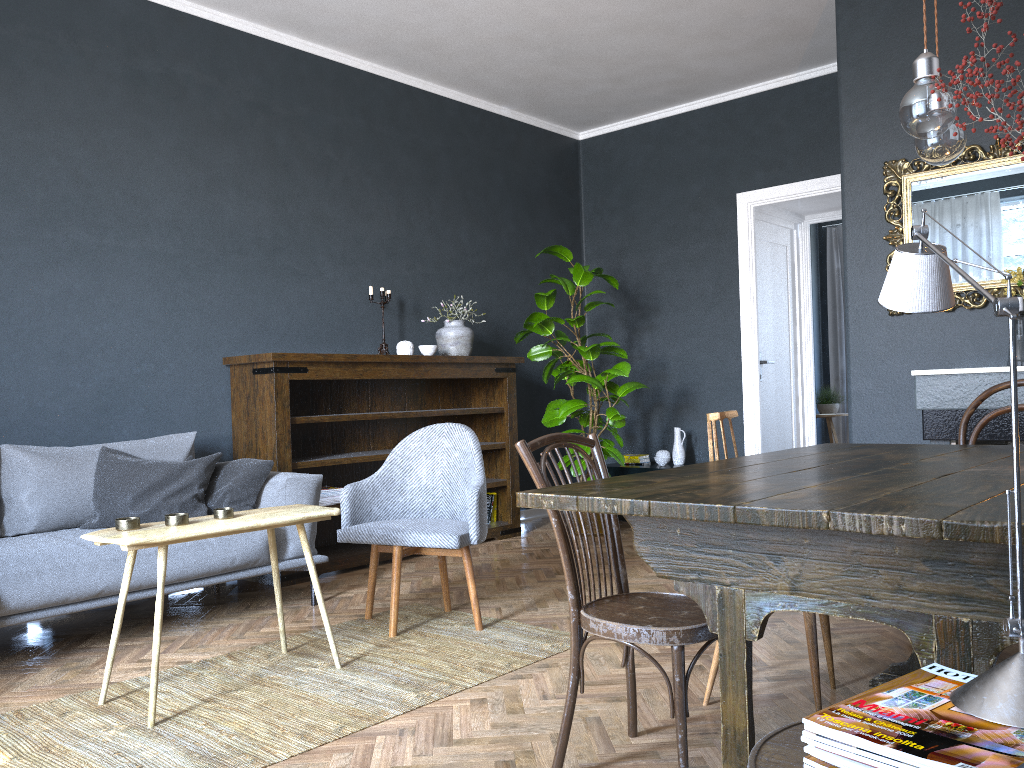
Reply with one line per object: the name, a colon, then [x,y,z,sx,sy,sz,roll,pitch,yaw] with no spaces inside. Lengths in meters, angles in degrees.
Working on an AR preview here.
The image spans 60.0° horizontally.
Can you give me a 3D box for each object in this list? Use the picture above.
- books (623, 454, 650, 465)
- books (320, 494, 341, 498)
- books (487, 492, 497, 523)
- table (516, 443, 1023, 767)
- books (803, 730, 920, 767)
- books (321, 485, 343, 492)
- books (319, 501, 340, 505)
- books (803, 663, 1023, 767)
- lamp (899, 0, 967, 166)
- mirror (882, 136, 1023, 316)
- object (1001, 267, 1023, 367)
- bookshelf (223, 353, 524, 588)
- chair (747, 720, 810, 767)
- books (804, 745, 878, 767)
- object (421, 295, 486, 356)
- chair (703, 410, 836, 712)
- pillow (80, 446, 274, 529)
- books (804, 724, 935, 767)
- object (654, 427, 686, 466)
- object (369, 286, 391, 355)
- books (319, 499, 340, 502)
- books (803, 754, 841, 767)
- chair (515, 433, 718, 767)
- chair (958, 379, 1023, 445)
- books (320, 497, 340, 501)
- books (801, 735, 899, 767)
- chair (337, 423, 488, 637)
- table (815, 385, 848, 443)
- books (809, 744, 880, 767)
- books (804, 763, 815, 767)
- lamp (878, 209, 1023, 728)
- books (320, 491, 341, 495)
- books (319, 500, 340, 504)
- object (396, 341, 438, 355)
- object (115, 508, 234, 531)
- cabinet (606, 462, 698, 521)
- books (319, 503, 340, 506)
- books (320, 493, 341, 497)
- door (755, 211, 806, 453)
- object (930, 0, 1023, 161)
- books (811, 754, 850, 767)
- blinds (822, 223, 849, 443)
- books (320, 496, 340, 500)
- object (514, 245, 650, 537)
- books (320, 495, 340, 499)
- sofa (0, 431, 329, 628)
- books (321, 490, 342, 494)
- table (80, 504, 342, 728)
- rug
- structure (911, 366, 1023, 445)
books: [0.898,0.555,6.520,0.215,0.066,0.162,-2,-1,37]
books: [-1.068,0.598,4.742,0.288,0.008,0.218,-1,-1,-45]
books: [-0.171,0.820,5.875,0.179,0.193,0.122,-2,0,44]
table: [0.967,0.552,2.020,1.126,0.727,1.604,-2,-1,41]
books: [0.530,0.406,1.053,0.304,0.008,0.218,-1,-1,-38]
books: [-1.068,0.568,4.748,0.304,0.013,0.219,-1,-1,-44]
books: [-1.069,0.635,4.736,0.304,0.007,0.218,-1,-1,-44]
books: [0.530,0.390,1.050,0.304,0.013,0.219,-1,-1,-37]
lamp: [0.584,-1.281,2.541,0.583,1.574,1.591,-2,0,-18]
mirror: [2.262,-0.744,4.096,1.057,0.784,0.067,-2,0,41]
object: [2.411,-0.355,3.703,0.727,0.547,0.474,-2,0,44]
bookshelf: [-0.701,0.428,5.232,0.451,1.172,1.918,-2,0,41]
chair: [0.548,0.455,1.017,0.549,0.920,0.437,-2,0,39]
books: [0.532,0.425,1.051,0.304,0.006,0.218,-1,-1,-37]
object: [-0.372,-0.370,5.626,0.385,0.412,0.275,-2,0,19]
chair: [0.769,0.506,2.608,0.384,0.856,0.456,-2,0,26]
pillow: [-1.468,0.442,3.903,0.797,0.362,0.442,-2,-1,-31]
books: [0.532,0.398,1.050,0.304,0.008,0.218,-1,-1,-37]
object: [1.099,0.444,6.341,0.228,0.268,0.228,-2,0,-15]
object: [-0.792,-0.373,5.341,0.130,0.437,0.145,-2,0,-13]
books: [-1.069,0.620,4.735,0.304,0.013,0.219,-1,-1,-44]
books: [0.535,0.442,1.062,0.304,0.013,0.219,-1,-1,-37]
chair: [0.298,0.529,2.153,0.467,0.820,0.363,-2,0,41]
chair: [1.517,0.445,2.653,0.438,0.920,0.549,-2,0,44]
books: [-1.073,0.615,4.740,0.288,0.008,0.218,-1,-1,-43]
books: [0.528,0.413,1.055,0.304,0.008,0.218,-1,-1,-38]
chair: [-0.376,0.574,3.641,0.645,0.811,0.494,-2,0,19]
table: [3.464,0.455,9.701,0.730,0.960,0.594,-2,0,-35]
books: [0.532,0.420,1.056,0.288,0.008,0.218,-1,-1,-38]
books: [0.535,0.450,1.061,0.304,0.008,0.218,-1,-1,-37]
lamp: [0.645,0.254,1.118,0.242,1.069,0.800,-2,0,-4]
books: [-1.067,0.584,4.744,0.218,0.008,0.304,-3,-1,45]
books: [-1.068,0.628,4.737,0.304,0.008,0.218,-1,-1,-44]
object: [-0.573,-0.213,5.360,0.255,0.104,0.118,-2,0,6]
object: [-1.060,0.429,2.819,0.368,0.033,0.103,-1,-1,-38]
cabinet: [0.991,0.778,6.403,0.650,0.390,0.456,-2,-1,41]
books: [-1.068,0.642,4.737,0.218,0.008,0.304,-3,-1,41]
books: [-1.065,0.591,4.742,0.218,0.008,0.304,-3,-1,45]
door: [1.947,-0.152,6.579,0.162,2.187,0.856,-2,0,41]
object: [1.133,-0.288,1.553,0.639,0.931,0.556,-2,0,12]
books: [0.538,0.436,1.057,0.288,0.008,0.218,-1,-1,-36]
blinds: [5.245,-0.532,9.181,3.994,2.789,0.312,-2,0,41]
books: [-1.073,0.609,4.741,0.288,0.008,0.218,-1,-1,-43]
object: [0.444,0.041,5.899,1.118,1.899,0.763,-2,0,35]
books: [-1.068,0.603,4.747,0.304,0.006,0.218,-1,-1,-44]
sofa: [-1.912,0.630,3.470,0.970,0.798,2.339,-2,-1,41]
books: [-1.070,0.577,4.747,0.304,0.008,0.218,-1,-1,-44]
table: [-0.941,0.716,2.903,0.339,0.550,0.787,-2,0,41]
rug: [-0.714,0.982,2.892,1.004,0.013,2.010,-3,-1,41]
structure: [2.246,0.414,3.658,1.066,0.981,0.834,-2,0,41]
